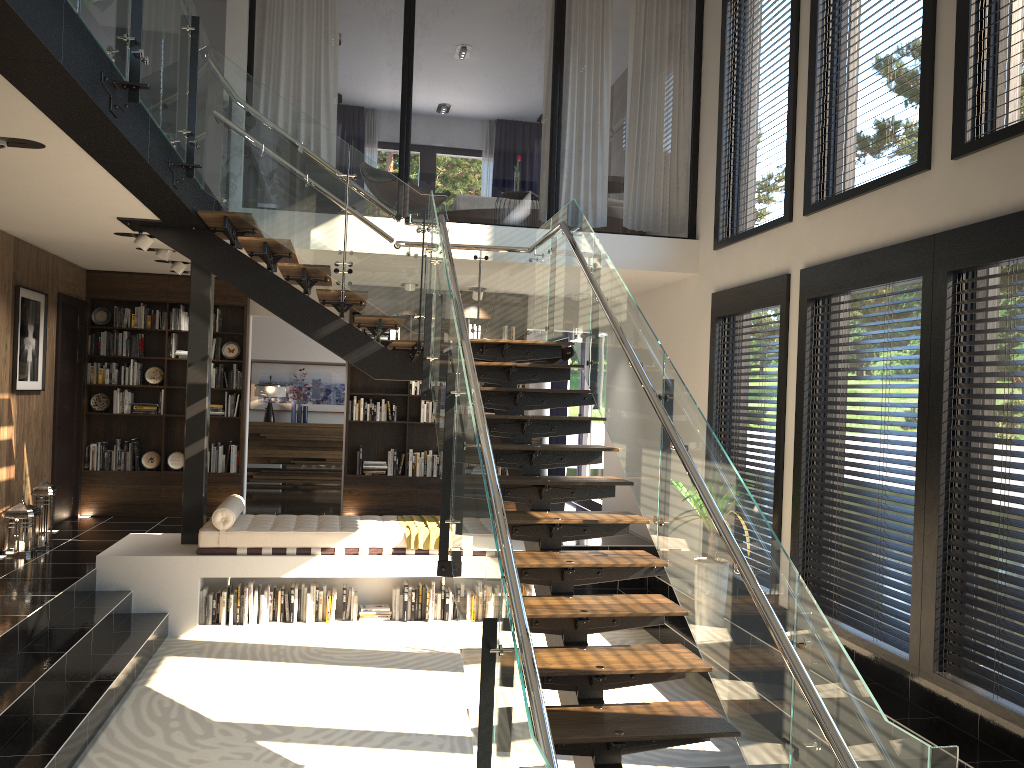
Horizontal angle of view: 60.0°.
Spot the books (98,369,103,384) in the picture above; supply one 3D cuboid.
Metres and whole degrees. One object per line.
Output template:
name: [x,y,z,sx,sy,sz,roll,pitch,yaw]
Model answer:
books: [-4.539,-0.084,9.823,0.037,0.169,0.148,2,0,-11]

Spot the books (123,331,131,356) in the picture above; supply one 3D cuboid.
books: [-4.278,-0.442,9.846,0.033,0.273,0.189,2,0,-11]

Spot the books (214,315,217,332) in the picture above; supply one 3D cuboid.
books: [-3.345,-0.676,10.052,0.027,0.186,0.220,2,0,-11]

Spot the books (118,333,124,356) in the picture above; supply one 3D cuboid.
books: [-4.336,-0.434,9.854,0.032,0.255,0.160,2,0,-11]

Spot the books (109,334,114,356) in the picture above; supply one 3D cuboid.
books: [-4.417,-0.432,9.803,0.039,0.243,0.179,2,0,-11]

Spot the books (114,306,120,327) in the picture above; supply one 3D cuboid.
books: [-4.385,-0.740,9.852,0.017,0.234,0.200,2,0,-11]

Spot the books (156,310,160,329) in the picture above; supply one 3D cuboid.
books: [-3.951,-0.712,9.926,0.027,0.212,0.180,2,0,-11]

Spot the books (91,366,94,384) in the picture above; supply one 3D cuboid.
books: [-4.619,-0.099,9.809,0.045,0.192,0.164,2,0,-11]

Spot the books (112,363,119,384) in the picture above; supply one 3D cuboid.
books: [-4.397,-0.113,9.829,0.026,0.237,0.164,2,0,-11]

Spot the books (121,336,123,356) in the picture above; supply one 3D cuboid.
books: [-4.309,-0.416,9.856,0.024,0.220,0.123,2,0,-11]

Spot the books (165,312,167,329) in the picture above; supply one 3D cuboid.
books: [-3.867,-0.700,9.954,0.024,0.194,0.182,2,0,-11]

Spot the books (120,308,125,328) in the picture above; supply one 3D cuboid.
books: [-4.319,-0.732,9.853,0.026,0.222,0.202,2,0,-11]

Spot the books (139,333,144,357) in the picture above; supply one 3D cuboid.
books: [-4.135,-0.433,9.896,0.035,0.266,0.133,2,0,-11]

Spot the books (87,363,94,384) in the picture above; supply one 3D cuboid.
books: [-4.657,-0.116,9.808,0.030,0.224,0.166,2,0,-11]

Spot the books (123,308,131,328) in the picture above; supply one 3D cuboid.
books: [-4.279,-0.727,9.867,0.059,0.216,0.159,2,0,-11]

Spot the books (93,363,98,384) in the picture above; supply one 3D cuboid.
books: [-4.580,-0.119,9.787,0.022,0.235,0.194,2,0,-11]

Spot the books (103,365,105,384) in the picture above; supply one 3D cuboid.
books: [-4.515,-0.103,9.848,0.018,0.208,0.126,2,0,-11]

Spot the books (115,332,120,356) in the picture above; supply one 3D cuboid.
books: [-4.356,-0.440,9.823,0.019,0.264,0.175,2,0,-11]

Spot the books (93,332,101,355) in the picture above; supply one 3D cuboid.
books: [-4.582,-0.444,9.818,0.066,0.255,0.127,2,0,-11]

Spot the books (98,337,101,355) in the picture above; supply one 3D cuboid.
books: [-4.534,-0.417,9.801,0.025,0.204,0.192,2,0,-11]

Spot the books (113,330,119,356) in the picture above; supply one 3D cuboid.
books: [-4.395,-0.453,9.838,0.015,0.287,0.154,2,0,-11]

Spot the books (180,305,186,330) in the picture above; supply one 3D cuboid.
books: [-3.684,-0.735,9.927,0.011,0.276,0.287,2,0,-11]

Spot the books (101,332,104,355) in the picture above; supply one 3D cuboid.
books: [-4.504,-0.441,9.806,0.035,0.255,0.183,2,0,-11]

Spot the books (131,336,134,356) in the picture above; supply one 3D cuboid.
books: [-4.206,-0.417,9.872,0.014,0.230,0.172,2,0,-11]

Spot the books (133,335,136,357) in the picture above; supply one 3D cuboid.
books: [-4.188,-0.423,9.880,0.024,0.242,0.144,2,0,-11]

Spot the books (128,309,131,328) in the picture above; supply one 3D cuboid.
books: [-4.245,-0.723,9.880,0.014,0.212,0.184,2,0,-11]

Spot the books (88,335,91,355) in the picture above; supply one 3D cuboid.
books: [-4.649,-0.426,9.805,0.023,0.215,0.148,2,0,-11]

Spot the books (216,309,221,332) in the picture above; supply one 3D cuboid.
books: [-3.320,-0.714,10.034,0.013,0.262,0.217,2,0,-11]

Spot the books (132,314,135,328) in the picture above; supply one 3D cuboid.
books: [-4.195,-0.694,9.879,0.035,0.156,0.186,2,0,-11]

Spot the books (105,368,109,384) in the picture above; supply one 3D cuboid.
books: [-4.464,-0.087,9.823,0.035,0.180,0.164,2,0,-11]

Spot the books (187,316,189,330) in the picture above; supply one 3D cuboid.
books: [-3.631,-0.680,10.004,0.034,0.171,0.158,2,0,-11]

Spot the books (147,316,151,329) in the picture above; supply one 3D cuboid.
books: [-4.048,-0.684,9.932,0.040,0.149,0.125,2,0,-11]

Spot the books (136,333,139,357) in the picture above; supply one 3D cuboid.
books: [-4.164,-0.432,9.890,0.025,0.263,0.147,2,0,-11]

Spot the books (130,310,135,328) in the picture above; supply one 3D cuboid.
books: [-4.229,-0.718,9.900,0.025,0.203,0.156,2,0,-11]

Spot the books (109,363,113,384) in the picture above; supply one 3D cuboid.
books: [-4.431,-0.113,9.843,0.036,0.235,0.169,2,0,-11]

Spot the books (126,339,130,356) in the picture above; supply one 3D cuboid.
books: [-4.249,-0.398,9.840,0.025,0.188,0.181,2,0,-11]

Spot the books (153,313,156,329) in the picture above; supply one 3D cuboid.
books: [-3.976,-0.694,9.902,0.029,0.172,0.187,2,0,-11]

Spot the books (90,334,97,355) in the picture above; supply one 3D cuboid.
books: [-4.623,-0.434,9.791,0.023,0.231,0.143,2,0,-11]

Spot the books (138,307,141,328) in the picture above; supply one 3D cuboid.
books: [-4.120,-0.733,9.862,0.025,0.239,0.220,2,0,-11]

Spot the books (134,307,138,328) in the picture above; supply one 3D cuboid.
books: [-4.154,-0.730,9.868,0.039,0.230,0.205,2,0,-11]

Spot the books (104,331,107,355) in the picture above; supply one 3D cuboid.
books: [-4.475,-0.446,9.807,0.022,0.267,0.197,2,0,-11]

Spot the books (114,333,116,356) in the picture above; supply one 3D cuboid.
books: [-4.378,-0.437,9.838,0.018,0.256,0.172,2,0,-11]

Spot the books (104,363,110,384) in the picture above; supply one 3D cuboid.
books: [-4.495,-0.116,9.845,0.019,0.236,0.139,2,0,-11]

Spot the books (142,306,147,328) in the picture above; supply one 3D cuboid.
books: [-4.089,-0.735,9.891,0.020,0.245,0.228,2,0,-11]

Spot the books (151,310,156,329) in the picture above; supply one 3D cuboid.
books: [-4.010,-0.717,9.929,0.030,0.217,0.165,2,0,-11]

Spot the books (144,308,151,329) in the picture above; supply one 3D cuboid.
books: [-4.072,-0.728,9.906,0.020,0.235,0.206,2,0,-11]

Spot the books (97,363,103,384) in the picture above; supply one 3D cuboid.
books: [-4.569,-0.117,9.837,0.018,0.232,0.123,2,0,-11]

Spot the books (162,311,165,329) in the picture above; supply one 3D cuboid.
books: [-3.884,-0.705,9.916,0.023,0.202,0.201,2,0,-11]

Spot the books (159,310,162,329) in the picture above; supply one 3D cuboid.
books: [-3.917,-0.712,9.925,0.039,0.212,0.172,2,0,-11]

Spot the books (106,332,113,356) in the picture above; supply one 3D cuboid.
books: [-4.453,-0.442,9.817,0.027,0.260,0.181,2,0,-11]

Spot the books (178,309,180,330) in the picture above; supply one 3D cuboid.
books: [-3.716,-0.718,9.967,0.035,0.241,0.208,2,0,-10]

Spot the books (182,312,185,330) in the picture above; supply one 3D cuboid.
books: [-3.680,-0.704,9.980,0.019,0.216,0.214,2,0,-11]

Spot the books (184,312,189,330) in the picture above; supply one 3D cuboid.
books: [-3.660,-0.699,10.001,0.027,0.207,0.203,2,0,-11]

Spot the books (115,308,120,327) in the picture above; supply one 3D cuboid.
books: [-4.359,-0.730,9.819,0.024,0.216,0.210,2,0,-11]

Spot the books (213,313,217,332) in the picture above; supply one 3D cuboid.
books: [-3.381,-0.693,10.072,0.037,0.218,0.144,2,0,-11]

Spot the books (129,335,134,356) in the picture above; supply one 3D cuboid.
books: [-4.229,-0.423,9.880,0.028,0.240,0.148,2,0,-11]

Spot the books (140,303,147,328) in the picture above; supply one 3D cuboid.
books: [-4.100,-0.752,9.864,0.012,0.278,0.228,2,0,-11]
